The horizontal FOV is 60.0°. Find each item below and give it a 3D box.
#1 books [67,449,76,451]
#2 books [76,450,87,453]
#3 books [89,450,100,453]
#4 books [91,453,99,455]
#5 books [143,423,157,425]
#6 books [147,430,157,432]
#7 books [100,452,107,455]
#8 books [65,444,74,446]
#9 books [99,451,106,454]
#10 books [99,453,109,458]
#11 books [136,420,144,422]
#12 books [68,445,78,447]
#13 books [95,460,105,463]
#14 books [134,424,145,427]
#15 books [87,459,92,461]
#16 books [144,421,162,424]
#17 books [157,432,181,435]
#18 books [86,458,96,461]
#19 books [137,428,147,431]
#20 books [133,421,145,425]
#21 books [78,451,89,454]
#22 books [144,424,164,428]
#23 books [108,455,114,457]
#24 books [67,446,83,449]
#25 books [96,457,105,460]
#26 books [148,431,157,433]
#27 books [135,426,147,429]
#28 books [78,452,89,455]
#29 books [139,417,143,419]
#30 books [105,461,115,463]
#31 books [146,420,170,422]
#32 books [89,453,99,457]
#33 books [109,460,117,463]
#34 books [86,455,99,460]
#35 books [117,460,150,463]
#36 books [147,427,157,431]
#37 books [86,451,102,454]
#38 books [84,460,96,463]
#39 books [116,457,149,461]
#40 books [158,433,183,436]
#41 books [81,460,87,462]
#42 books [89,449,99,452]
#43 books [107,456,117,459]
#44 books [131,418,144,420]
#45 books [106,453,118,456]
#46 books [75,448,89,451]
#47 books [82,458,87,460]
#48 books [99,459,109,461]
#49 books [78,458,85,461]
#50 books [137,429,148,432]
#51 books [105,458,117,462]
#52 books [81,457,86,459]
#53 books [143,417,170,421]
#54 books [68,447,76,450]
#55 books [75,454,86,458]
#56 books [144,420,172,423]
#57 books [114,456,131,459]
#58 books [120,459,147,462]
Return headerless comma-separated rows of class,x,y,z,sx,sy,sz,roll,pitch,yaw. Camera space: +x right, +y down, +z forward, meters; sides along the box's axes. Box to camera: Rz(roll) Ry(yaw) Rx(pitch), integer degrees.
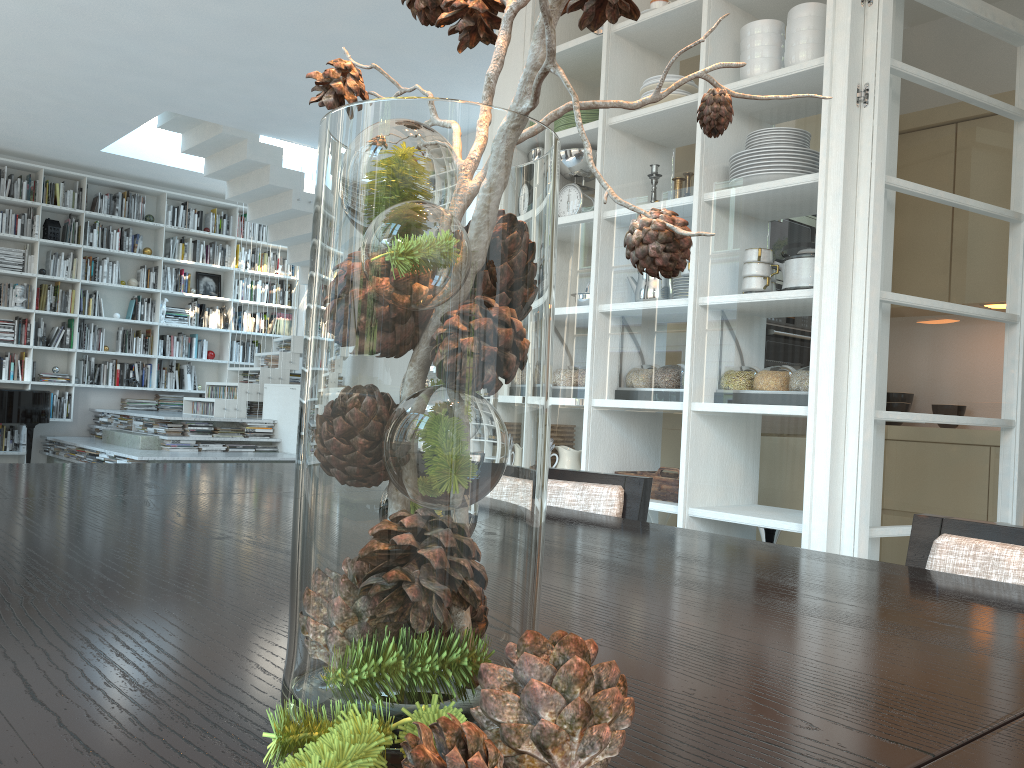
books,-4.203,0.645,8.638,0.241,0.009,0.169,1,-2,45
books,-3.999,0.636,8.404,0.235,0.014,0.165,1,-2,44
books,-3.784,0.621,8.180,0.157,0.007,0.268,4,-2,-41
books,-3.783,0.643,8.181,0.150,0.008,0.217,4,-2,-42
books,-3.388,0.385,8.476,0.187,0.009,0.250,4,-2,-41
books,-3.384,0.448,8.481,0.154,0.007,0.292,4,-2,-38
books,-3.586,0.624,7.947,0.139,0.013,0.288,4,-2,-36
books,-4.209,0.595,8.631,0.224,0.005,0.193,1,-2,45
books,-3.585,0.611,7.948,0.157,0.014,0.215,4,-2,-39
books,-3.585,0.645,7.948,0.222,0.028,0.141,1,-2,44
books,-3.578,0.363,8.715,0.208,0.017,0.145,1,-2,44
books,-4.198,0.604,8.641,0.174,0.011,0.227,4,-2,-42
books,-3.602,0.697,7.936,0.189,0.013,0.215,5,-2,-43
books,-3.592,0.407,8.704,0.178,0.015,0.187,4,-2,-36
books,-3.792,0.704,8.176,0.290,0.008,0.147,1,-2,45
books,-3.385,0.369,8.478,0.168,0.013,0.281,5,-2,-44
books,-3.203,0.458,8.272,0.161,0.014,0.212,4,-2,-37
books,-3.798,0.693,8.170,0.177,0.011,0.220,4,-2,-39
books,-3.572,0.446,8.723,0.136,0.013,0.258,4,-2,-41
books,-3.587,0.385,8.708,0.174,0.029,0.250,5,-2,-43
books,-3.993,0.648,8.409,0.169,0.009,0.241,4,-2,-41
books,-3.385,0.403,8.479,0.177,0.026,0.230,4,-2,-41
books,-3.400,0.626,7.710,0.178,0.010,0.196,4,-2,-36
books,-4.201,0.617,8.639,0.171,0.015,0.252,5,-2,-44
books,-3.597,0.666,7.938,0.180,0.017,0.182,5,-2,-44
books,-3.382,0.462,8.483,0.142,0.020,0.230,4,-2,-36
books,-3.584,0.427,8.712,0.167,0.024,0.192,4,-2,-40
books,-3.990,0.657,8.412,0.155,0.009,0.297,4,-2,-40
books,-3.571,0.334,8.720,0.134,0.014,0.181,4,-2,-36
books,-3.403,0.685,7.709,0.191,0.015,0.246,4,-2,-40
books,-3.383,0.352,8.479,0.170,0.008,0.208,4,-2,-38
books,-3.786,0.655,8.179,0.239,0.017,0.142,1,-2,45
books,-3.393,0.676,7.718,0.150,0.004,0.290,4,-2,-37
books,-3.796,0.675,8.172,0.244,0.025,0.160,1,-2,44
books,-3.197,0.665,7.485,0.287,0.027,0.156,1,-2,44
books,-3.379,0.431,8.485,0.155,0.028,0.189,4,-2,-40
books,-3.795,0.630,8.171,0.170,0.014,0.281,5,-2,-44
books,-3.806,0.711,8.163,0.189,0.009,0.290,4,-2,-38
books,-3.200,0.631,7.481,0.266,0.010,0.176,1,-2,45
books,-3.191,0.470,8.283,0.144,0.009,0.249,4,-2,-41
books,-3.991,0.728,8.414,0.148,0.008,0.236,4,-2,-42
books,-3.786,0.613,8.178,0.160,0.008,0.239,4,-2,-40
books,-3.393,0.643,7.716,0.175,0.006,0.251,4,-2,-41
books,-3.595,0.346,8.700,0.256,0.014,0.192,1,-2,45
books,-3.399,0.613,7.710,0.182,0.016,0.256,4,-2,-38
books,-4.000,0.623,8.402,0.179,0.012,0.249,5,-2,-44
books,-3.985,0.713,8.418,0.129,0.005,0.296,4,-2,-39
books,-3.596,0.678,7.940,0.171,0.007,0.260,4,-2,-38
books,-4.002,0.719,8.404,0.161,0.008,0.254,4,-2,-36
books,-3.580,0.460,8.716,0.132,0.016,0.262,4,-2,-36
books,-3.400,0.660,7.711,0.281,0.013,0.168,1,-2,44
books,-3.984,0.707,8.419,0.132,0.009,0.269,4,-2,-40
books,-3.393,0.336,8.470,0.189,0.022,0.237,4,-2,-36
books,-4.207,0.632,8.634,0.182,0.016,0.199,4,-2,-36
books,-4.001,0.680,8.403,0.182,0.013,0.287,4,-2,-40
books,-3.384,0.359,8.479,0.171,0.007,0.260,5,-2,-43
books,-3.205,0.619,7.476,0.256,0.014,0.192,1,-2,45
books,-3.196,0.644,7.485,0.165,0.015,0.243,4,-2,-37
